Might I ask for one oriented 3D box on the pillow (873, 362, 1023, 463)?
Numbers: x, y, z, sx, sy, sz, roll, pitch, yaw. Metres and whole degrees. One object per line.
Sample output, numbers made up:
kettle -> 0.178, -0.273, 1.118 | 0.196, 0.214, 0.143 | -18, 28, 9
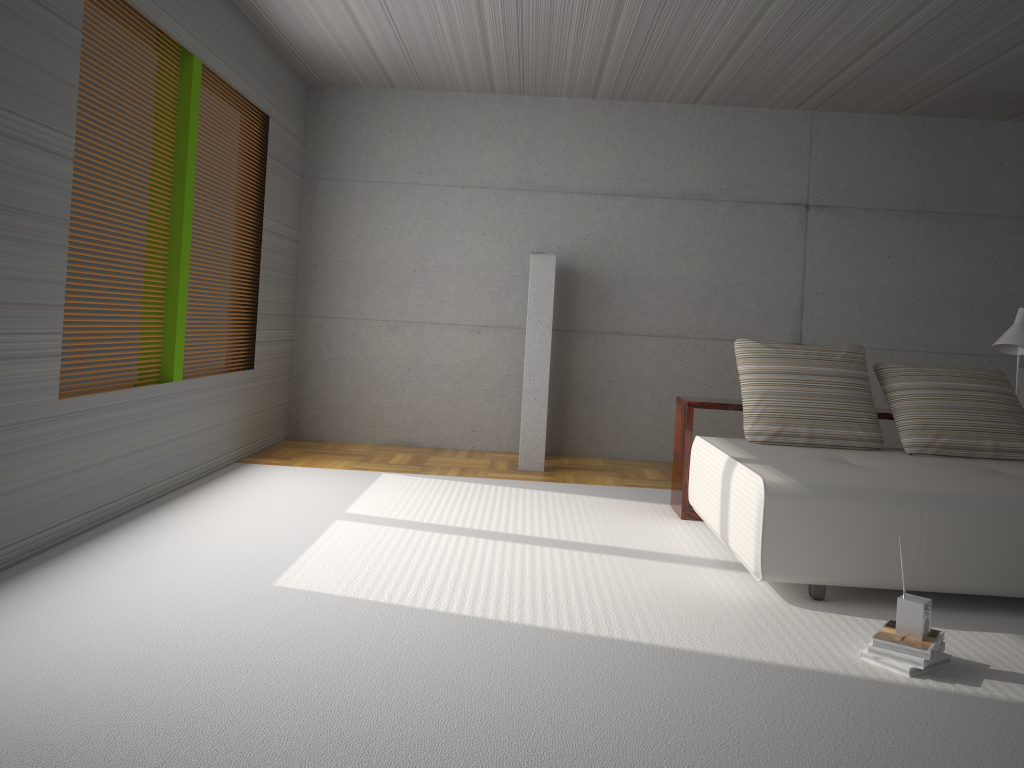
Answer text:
pillow -> 2.601, 0.158, 5.165 | 0.807, 0.517, 0.578 | 3, 2, 2

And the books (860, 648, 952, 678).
books -> 1.402, 0.971, 3.146 | 0.264, 0.032, 0.189 | 1, 4, -35

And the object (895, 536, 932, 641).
object -> 1.404, 0.711, 3.110 | 0.090, 0.366, 0.185 | 3, 0, 42

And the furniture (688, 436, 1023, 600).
furniture -> 2.129, 0.677, 4.526 | 2.168, 0.522, 1.615 | 3, 3, 1

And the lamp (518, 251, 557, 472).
lamp -> 0.204, -0.199, 7.210 | 0.200, 1.693, 0.798 | 3, 0, 1

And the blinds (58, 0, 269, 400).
blinds -> -2.017, -0.930, 5.223 | 0.012, 2.044, 3.536 | 3, 3, 1

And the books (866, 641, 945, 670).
books -> 1.404, 0.939, 3.147 | 0.189, 0.032, 0.264 | 6, 5, 40

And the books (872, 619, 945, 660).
books -> 1.413, 0.907, 3.148 | 0.189, 0.032, 0.264 | 6, 5, 35

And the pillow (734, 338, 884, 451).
pillow -> 1.751, 0.054, 5.234 | 0.801, 0.610, 0.490 | 3, 1, 1

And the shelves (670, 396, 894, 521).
shelves -> 2.168, 0.515, 5.521 | 2.250, 0.716, 0.400 | 3, 0, 1

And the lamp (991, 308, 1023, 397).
lamp -> 3.172, -0.135, 5.542 | 0.323, 0.700, 0.244 | 3, 0, -18
